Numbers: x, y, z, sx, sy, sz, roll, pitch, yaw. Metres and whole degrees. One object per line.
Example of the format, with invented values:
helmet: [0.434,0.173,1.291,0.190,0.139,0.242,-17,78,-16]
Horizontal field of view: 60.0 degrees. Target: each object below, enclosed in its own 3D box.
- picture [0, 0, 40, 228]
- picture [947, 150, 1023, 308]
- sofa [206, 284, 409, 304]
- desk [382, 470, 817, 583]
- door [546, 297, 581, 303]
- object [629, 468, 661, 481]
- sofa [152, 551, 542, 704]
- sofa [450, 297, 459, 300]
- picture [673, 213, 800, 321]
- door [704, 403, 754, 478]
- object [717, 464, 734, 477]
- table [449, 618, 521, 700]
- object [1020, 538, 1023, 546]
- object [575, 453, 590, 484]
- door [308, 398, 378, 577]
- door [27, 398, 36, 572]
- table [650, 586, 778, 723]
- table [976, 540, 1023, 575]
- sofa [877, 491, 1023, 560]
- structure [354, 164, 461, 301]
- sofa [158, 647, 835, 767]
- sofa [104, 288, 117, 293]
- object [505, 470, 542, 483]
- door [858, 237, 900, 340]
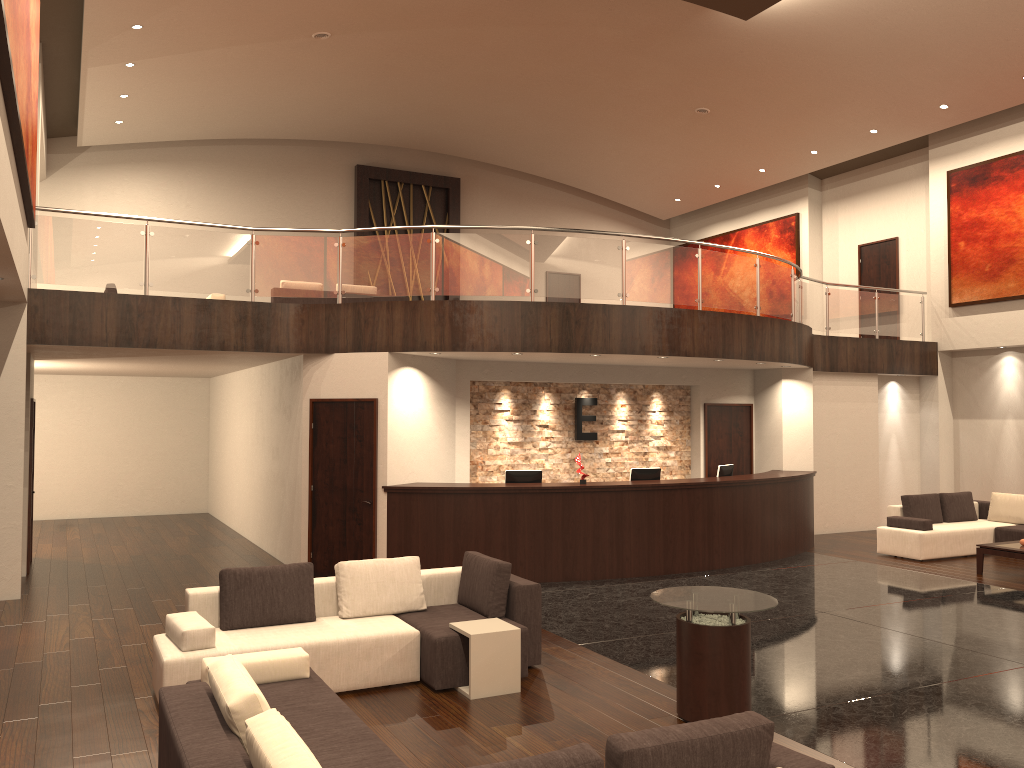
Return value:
picture: [-3.739,-3.053,6.764,0.070,2.526,6.485,1,-2,-27]
picture: [9.525,-2.772,13.470,0.070,2.526,6.485,1,-2,-27]
sofa: [-3.855,-1.270,15.821,3.366,0.862,2.586,1,-2,-27]
desk: [1.733,1.874,12.081,7.146,1.171,1.674,1,-2,-25]
door: [1.298,-1.700,22.393,0.990,2.232,0.104,1,-2,-27]
object: [1.798,1.374,11.928,0.483,0.485,0.189,1,-2,-27]
sofa: [-1.201,1.829,6.814,2.846,0.862,1.291,1,-2,-27]
sofa: [-1.183,-1.188,17.870,1.291,0.862,2.846,1,-2,-27]
picture: [5.355,-2.481,21.706,0.070,2.526,4.515,1,-2,-27]
door: [3.517,1.432,14.396,0.990,2.232,0.104,1,-2,-27]
object: [3.083,1.409,12.777,0.189,0.485,0.483,-1,-3,38]
table: [-0.205,2.025,6.574,0.400,0.460,0.400,1,-2,-27]
object: [6.564,2.016,11.349,0.119,0.106,0.119,0,-2,-4]
object: [0.893,1.065,11.187,0.163,0.390,0.165,1,-2,-19]
door: [-2.097,1.296,11.013,0.990,2.232,0.104,-1,-2,24]
door: [-6.439,1.314,11.842,0.104,2.232,0.990,1,-2,-27]
table: [1.351,1.836,5.948,0.833,0.795,0.844,0,-2,12]
table: [6.719,2.252,11.179,1.100,0.380,1.100,1,-2,-27]
sofa: [7.131,2.053,12.323,2.586,0.862,3.366,1,-2,-27]
structure: [-2.394,-2.786,20.460,2.524,4.236,0.187,1,-2,-27]
sofa: [-0.297,1.741,4.348,2.586,0.862,3.366,1,-2,-27]
sofa: [-5.962,-1.253,16.435,3.366,0.862,2.586,1,-2,-27]
object: [0.150,1.350,11.398,0.483,0.485,0.189,1,-2,-12]
door: [7.561,-1.835,18.272,0.104,2.232,0.990,1,-2,-27]
